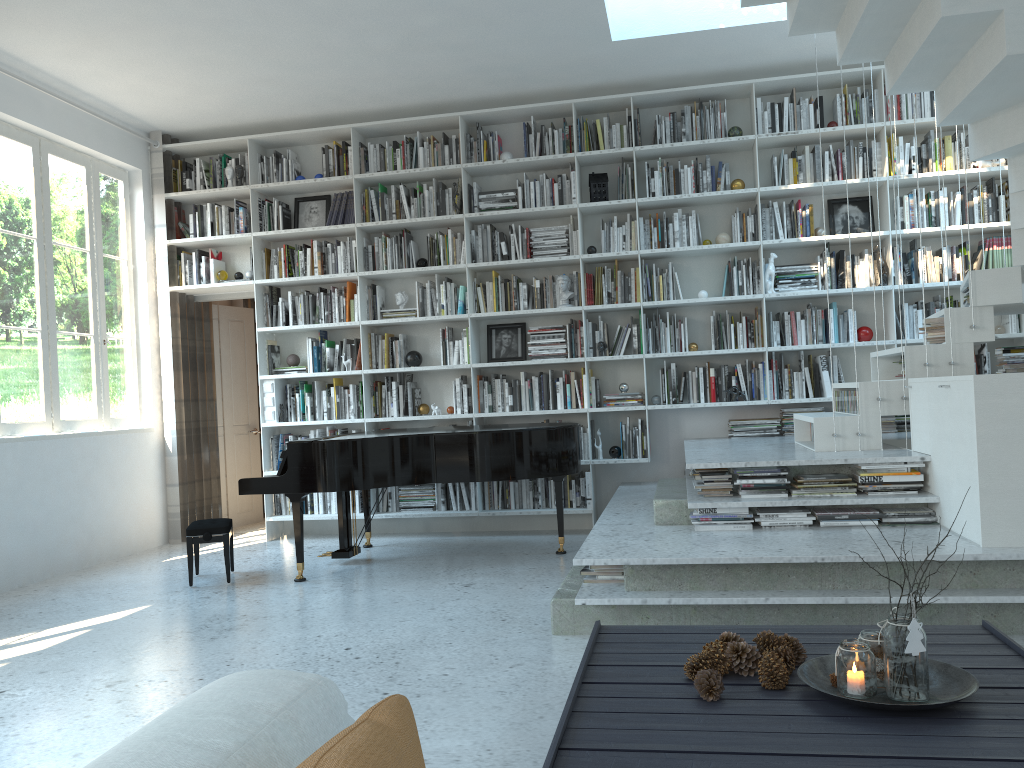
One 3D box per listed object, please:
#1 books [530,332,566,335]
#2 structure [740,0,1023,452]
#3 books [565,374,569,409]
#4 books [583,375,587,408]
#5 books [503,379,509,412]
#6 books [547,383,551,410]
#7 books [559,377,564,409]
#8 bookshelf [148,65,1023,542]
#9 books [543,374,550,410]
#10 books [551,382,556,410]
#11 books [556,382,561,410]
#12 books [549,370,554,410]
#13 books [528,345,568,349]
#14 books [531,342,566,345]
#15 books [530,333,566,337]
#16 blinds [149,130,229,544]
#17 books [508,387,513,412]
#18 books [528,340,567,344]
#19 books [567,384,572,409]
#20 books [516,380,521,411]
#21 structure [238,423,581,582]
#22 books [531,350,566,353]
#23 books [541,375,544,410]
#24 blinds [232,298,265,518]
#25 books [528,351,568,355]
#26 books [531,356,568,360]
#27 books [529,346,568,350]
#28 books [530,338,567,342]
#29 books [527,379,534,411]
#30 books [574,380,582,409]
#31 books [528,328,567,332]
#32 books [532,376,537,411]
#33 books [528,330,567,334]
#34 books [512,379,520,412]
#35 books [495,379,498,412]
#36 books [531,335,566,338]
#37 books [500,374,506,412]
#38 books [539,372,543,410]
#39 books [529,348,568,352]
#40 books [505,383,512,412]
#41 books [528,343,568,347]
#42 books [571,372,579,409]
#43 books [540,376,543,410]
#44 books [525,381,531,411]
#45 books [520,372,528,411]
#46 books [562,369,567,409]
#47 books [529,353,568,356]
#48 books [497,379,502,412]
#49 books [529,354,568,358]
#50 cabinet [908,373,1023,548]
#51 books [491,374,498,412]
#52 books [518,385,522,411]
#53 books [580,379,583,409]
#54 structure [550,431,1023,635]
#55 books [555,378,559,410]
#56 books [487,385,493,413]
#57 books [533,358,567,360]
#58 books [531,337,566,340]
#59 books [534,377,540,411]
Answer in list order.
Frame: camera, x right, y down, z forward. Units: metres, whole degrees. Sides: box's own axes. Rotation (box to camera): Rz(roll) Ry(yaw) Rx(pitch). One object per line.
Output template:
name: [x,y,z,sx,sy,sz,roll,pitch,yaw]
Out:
books: [0.271,-0.372,6.609,0.254,0.012,0.161,-3,-1,7]
structure: [1.819,-1.026,4.481,2.614,3.382,1.954,-3,0,11]
books: [0.414,0.058,6.594,0.014,0.256,0.145,-3,0,11]
books: [0.554,0.055,6.540,0.033,0.246,0.176,-3,0,11]
books: [-0.039,0.087,6.679,0.021,0.244,0.141,-3,0,11]
books: [0.288,0.091,6.613,0.021,0.203,0.128,-3,0,11]
books: [0.379,0.070,6.582,0.023,0.234,0.174,-3,-1,11]
bookshelf: [0.333,-0.455,6.537,6.297,3.142,0.330,-3,0,11]
books: [0.260,0.061,6.603,0.028,0.264,0.161,-3,0,11]
books: [0.320,0.087,6.594,0.024,0.207,0.183,-3,-1,11]
books: [0.357,0.087,6.586,0.023,0.204,0.167,-3,-1,11]
books: [0.300,0.043,6.600,0.012,0.296,0.177,-3,0,11]
books: [0.276,-0.275,6.613,0.285,0.012,0.159,-3,-1,13]
books: [0.274,-0.299,6.606,0.254,0.012,0.161,-3,-1,6]
books: [0.272,-0.360,6.611,0.254,0.012,0.161,-3,-1,8]
blinds: [-2.648,-0.363,7.295,0.140,3.231,0.776,-3,0,11]
books: [0.005,0.115,6.644,0.029,0.184,0.174,-3,-1,11]
books: [0.274,-0.311,6.606,0.285,0.012,0.159,-3,-1,16]
books: [0.429,0.093,6.567,0.023,0.183,0.169,-3,-1,11]
books: [0.056,0.089,6.652,0.013,0.230,0.139,-3,0,11]
structure: [-0.521,0.710,5.629,1.918,0.833,1.334,-3,-1,11]
books: [0.277,-0.240,6.606,0.254,0.012,0.161,-3,-1,6]
books: [0.243,0.064,6.613,0.010,0.261,0.181,-3,0,11]
blinds: [-2.429,-0.354,8.453,0.140,3.231,0.776,-3,0,11]
books: [0.277,-0.228,6.605,0.285,0.012,0.159,-3,-1,16]
books: [0.280,-0.192,6.612,0.254,0.012,0.161,-3,-1,13]
books: [0.277,-0.263,6.615,0.285,0.012,0.159,-3,-1,12]
books: [0.274,-0.323,6.611,0.254,0.012,0.161,-3,-1,14]
books: [0.150,0.081,6.636,0.031,0.237,0.159,-3,0,11]
books: [0.497,0.075,6.555,0.042,0.212,0.169,-3,-1,11]
books: [0.269,-0.396,6.606,0.285,0.012,0.159,-3,-1,6]
books: [0.179,0.071,6.646,0.025,0.254,0.136,-3,0,11]
books: [0.271,-0.384,6.613,0.285,0.012,0.159,-3,-1,13]
books: [0.033,0.086,6.646,0.029,0.238,0.165,-3,0,11]
books: [-0.100,0.089,6.693,0.024,0.247,0.132,-3,0,11]
books: [0.272,-0.348,6.609,0.254,0.012,0.161,-3,-1,7]
books: [-0.060,0.069,6.664,0.013,0.282,0.166,-3,0,11]
books: [0.223,0.053,6.635,0.014,0.286,0.134,-3,0,11]
books: [0.278,-0.252,6.617,0.285,0.012,0.159,-3,-1,11]
books: [-0.021,0.099,6.653,0.023,0.217,0.174,-3,-1,11]
books: [0.274,-0.287,6.606,0.285,0.012,0.159,-3,-1,16]
books: [0.464,0.047,6.572,0.026,0.272,0.175,-3,0,11]
books: [0.235,0.069,6.626,0.011,0.251,0.158,-3,0,11]
books: [0.125,0.091,6.648,0.025,0.220,0.140,-3,0,11]
books: [0.097,0.056,6.644,0.026,0.291,0.152,-3,0,11]
books: [0.398,0.040,6.590,0.014,0.294,0.137,-3,0,11]
books: [0.280,-0.216,6.615,0.285,0.012,0.159,-3,-1,10]
books: [-0.078,0.088,6.671,0.027,0.245,0.179,-3,0,11]
books: [0.278,-0.204,6.605,0.285,0.012,0.159,-3,-1,6]
cabinet: [2.132,0.290,3.868,0.551,0.668,0.993,-3,-1,11]
books: [-0.125,0.069,6.704,0.027,0.290,0.140,-3,0,11]
books: [0.072,0.105,6.636,0.023,0.196,0.165,-3,-1,11]
books: [0.523,0.072,6.551,0.011,0.216,0.166,-3,-1,11]
structure: [1.837,0.677,4.874,2.899,0.659,3.112,-3,-1,11]
books: [0.340,0.072,6.601,0.014,0.235,0.154,-3,0,11]
books: [-0.151,0.111,6.692,0.024,0.208,0.170,-3,-1,11]
books: [0.280,-0.180,6.608,0.254,0.012,0.161,-3,-1,7]
books: [0.273,-0.336,6.611,0.254,0.012,0.161,-3,-1,8]
books: [0.200,0.074,6.615,0.026,0.245,0.191,-3,-1,11]
